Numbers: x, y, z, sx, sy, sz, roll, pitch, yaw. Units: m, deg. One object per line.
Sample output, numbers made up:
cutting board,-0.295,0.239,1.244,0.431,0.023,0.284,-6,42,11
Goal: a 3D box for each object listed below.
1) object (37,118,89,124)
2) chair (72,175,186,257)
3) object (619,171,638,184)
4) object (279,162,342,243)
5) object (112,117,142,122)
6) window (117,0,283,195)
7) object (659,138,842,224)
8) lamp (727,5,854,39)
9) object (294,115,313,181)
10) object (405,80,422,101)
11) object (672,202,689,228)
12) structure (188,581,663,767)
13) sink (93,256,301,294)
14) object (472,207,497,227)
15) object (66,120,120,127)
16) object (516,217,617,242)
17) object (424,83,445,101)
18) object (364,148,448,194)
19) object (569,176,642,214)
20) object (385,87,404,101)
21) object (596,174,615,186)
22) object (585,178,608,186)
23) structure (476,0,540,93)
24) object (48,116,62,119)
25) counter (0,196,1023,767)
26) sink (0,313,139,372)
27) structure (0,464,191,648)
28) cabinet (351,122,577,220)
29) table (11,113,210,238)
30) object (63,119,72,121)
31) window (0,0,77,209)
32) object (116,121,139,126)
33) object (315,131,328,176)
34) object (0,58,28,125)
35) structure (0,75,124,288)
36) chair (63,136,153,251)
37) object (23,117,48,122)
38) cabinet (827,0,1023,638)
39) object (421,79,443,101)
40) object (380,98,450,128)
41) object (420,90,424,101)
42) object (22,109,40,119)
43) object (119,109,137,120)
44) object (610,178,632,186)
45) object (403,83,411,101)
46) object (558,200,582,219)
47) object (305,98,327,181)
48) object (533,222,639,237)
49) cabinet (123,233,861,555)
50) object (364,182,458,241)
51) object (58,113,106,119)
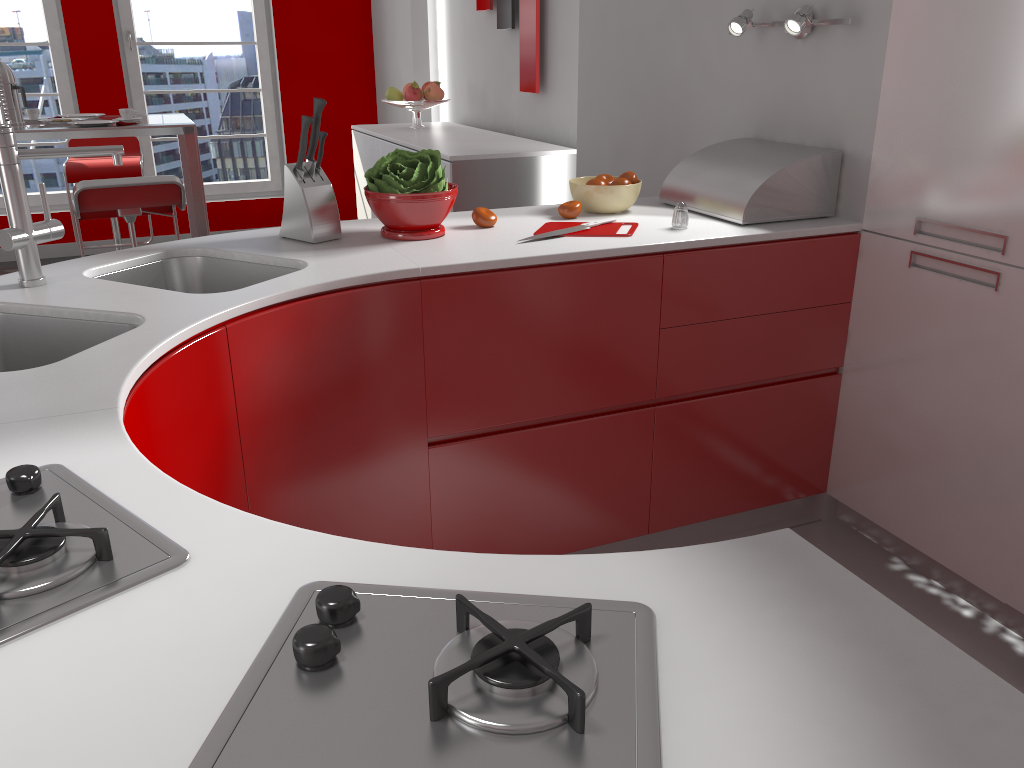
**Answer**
object,-2.062,-1.209,4.079,0.217,0.015,0.217,5,21,14
chair,-1.556,-0.450,3.705,0.418,0.857,0.460,-11,23,-26
object,0.324,-0.569,2.501,0.055,0.058,0.066,-16,26,-35
object,-0.494,-0.443,2.137,0.137,0.178,0.091,16,26,37
object,-1.795,-1.234,4.142,0.119,0.016,0.119,-1,21,-3
window,-2.136,-2.318,6.034,0.938,2.038,0.117,-9,22,-21
object,0.649,-0.574,2.467,0.300,0.170,0.400,-9,22,-21
lamp,0.719,-0.964,2.370,0.155,0.081,0.454,-9,22,-21
object,-0.498,-0.487,2.084,0.130,0.279,0.012,15,26,35
object,-0.560,-1.643,4.984,0.097,0.133,0.117,-14,24,-31
object,0.428,-0.429,2.250,0.043,0.066,0.042,-4,21,-9
structure,-0.060,0.242,0.533,0.303,0.037,0.457,2,21,7
sink,-0.666,-0.147,1.916,0.428,0.172,0.326,10,23,26
object,-0.071,-0.429,2.285,0.064,0.048,0.063,-20,28,-41
object,-1.854,-1.153,3.930,0.217,0.015,0.217,5,21,13
object,0.147,-0.383,2.201,0.041,0.008,0.375,19,28,41
object,-0.435,-1.652,5.025,0.121,0.101,0.097,-19,28,-41
object,-0.255,-0.474,2.156,0.198,0.182,0.193,-7,22,-16
object,0.261,-0.527,2.489,0.201,0.086,0.201,-8,22,-20
object,-0.668,-1.649,5.054,0.100,0.086,0.083,10,23,25
object,0.263,-0.563,2.497,0.065,0.052,0.062,-16,26,-35
object,0.233,-0.542,2.443,0.066,0.049,0.062,-6,21,-14
structure,-0.034,-2.260,4.434,0.040,1.503,0.820,-9,22,-21
object,-2.240,-1.293,4.308,0.095,0.012,0.234,-9,23,-22
counter,-0.178,0.259,1.782,1.868,0.880,2.865,4,21,10
sink,-0.850,0.015,1.495,0.428,0.172,0.326,6,22,15
structure,-0.549,0.168,0.734,0.303,0.037,0.457,18,27,39
cabinet,-0.334,-0.899,4.832,0.610,0.880,1.802,-9,22,-21
table,-2.350,-0.704,4.183,1.700,1.000,0.800,-9,22,-21
object,-2.055,-1.217,4.089,0.036,0.006,0.034,5,21,13
window,-3.334,-2.131,5.564,0.938,2.038,0.117,-9,22,-21
object,-1.724,-1.169,3.975,0.095,0.012,0.234,-9,22,-21
object,-0.463,-0.504,2.122,0.091,0.197,0.009,15,26,35
object,-2.251,-1.311,3.970,0.149,0.287,0.113,-6,21,-14
structure,-0.893,-0.617,1.564,0.178,0.920,0.308,7,22,19
chair,-2.279,-0.966,5.075,0.418,0.857,0.460,-8,22,-19
object,-2.254,-1.245,4.181,0.119,0.016,0.119,-10,23,-24
cabinet,1.657,-0.197,1.335,0.614,2.026,2.398,-9,22,-21
object,-0.474,-1.703,5.136,0.117,0.129,0.150,9,23,23
object,-0.553,-1.560,5.113,0.398,0.159,0.398,10,23,25
object,-0.549,-1.654,5.107,0.086,0.079,0.084,2,21,5
object,-2.261,-1.269,4.175,0.078,0.049,0.062,6,22,16
object,-1.788,-1.257,4.136,0.078,0.049,0.062,-9,22,-21
object,0.299,-0.545,2.449,0.066,0.049,0.062,-10,23,-24
object,-0.592,-1.701,5.169,0.096,0.105,0.117,2,21,6
object,0.157,-0.470,2.396,0.065,0.047,0.063,-9,22,-22
object,-0.474,-0.507,2.092,0.150,0.322,0.014,15,26,35
object,0.190,-0.390,2.238,0.266,0.006,0.168,1,21,4
cabinet,0.086,0.204,1.832,1.025,0.761,1.875,8,22,21
object,-0.245,-0.425,2.180,0.228,0.118,0.229,15,26,36
object,-2.111,-1.313,4.355,0.217,0.015,0.217,18,27,40
